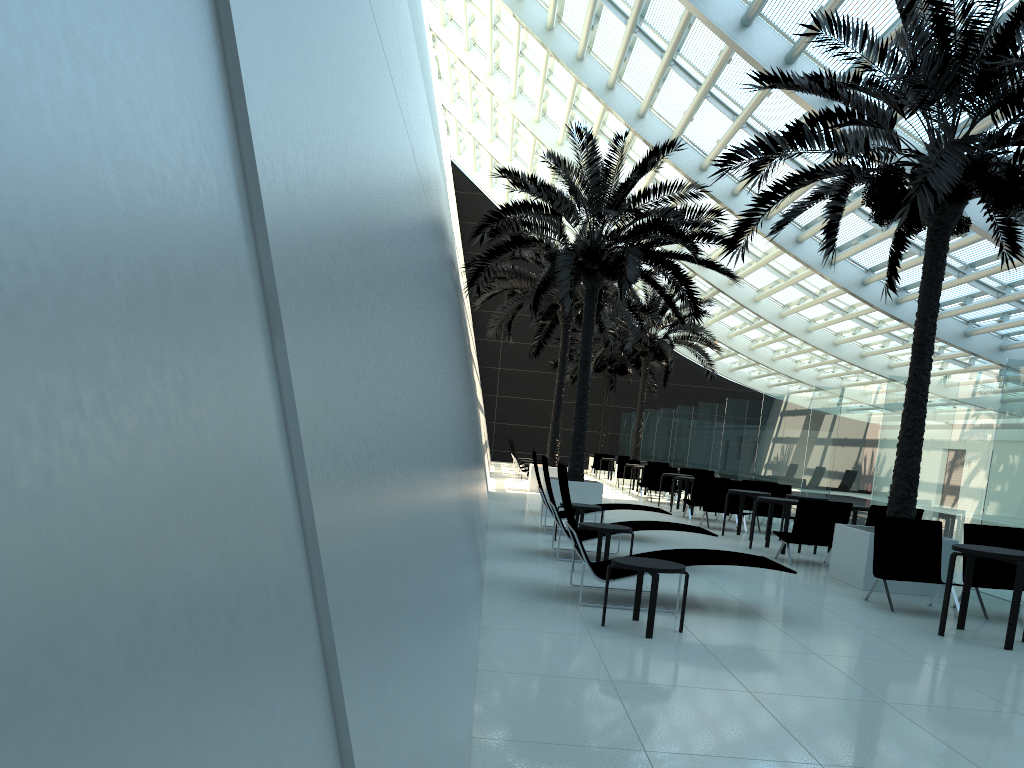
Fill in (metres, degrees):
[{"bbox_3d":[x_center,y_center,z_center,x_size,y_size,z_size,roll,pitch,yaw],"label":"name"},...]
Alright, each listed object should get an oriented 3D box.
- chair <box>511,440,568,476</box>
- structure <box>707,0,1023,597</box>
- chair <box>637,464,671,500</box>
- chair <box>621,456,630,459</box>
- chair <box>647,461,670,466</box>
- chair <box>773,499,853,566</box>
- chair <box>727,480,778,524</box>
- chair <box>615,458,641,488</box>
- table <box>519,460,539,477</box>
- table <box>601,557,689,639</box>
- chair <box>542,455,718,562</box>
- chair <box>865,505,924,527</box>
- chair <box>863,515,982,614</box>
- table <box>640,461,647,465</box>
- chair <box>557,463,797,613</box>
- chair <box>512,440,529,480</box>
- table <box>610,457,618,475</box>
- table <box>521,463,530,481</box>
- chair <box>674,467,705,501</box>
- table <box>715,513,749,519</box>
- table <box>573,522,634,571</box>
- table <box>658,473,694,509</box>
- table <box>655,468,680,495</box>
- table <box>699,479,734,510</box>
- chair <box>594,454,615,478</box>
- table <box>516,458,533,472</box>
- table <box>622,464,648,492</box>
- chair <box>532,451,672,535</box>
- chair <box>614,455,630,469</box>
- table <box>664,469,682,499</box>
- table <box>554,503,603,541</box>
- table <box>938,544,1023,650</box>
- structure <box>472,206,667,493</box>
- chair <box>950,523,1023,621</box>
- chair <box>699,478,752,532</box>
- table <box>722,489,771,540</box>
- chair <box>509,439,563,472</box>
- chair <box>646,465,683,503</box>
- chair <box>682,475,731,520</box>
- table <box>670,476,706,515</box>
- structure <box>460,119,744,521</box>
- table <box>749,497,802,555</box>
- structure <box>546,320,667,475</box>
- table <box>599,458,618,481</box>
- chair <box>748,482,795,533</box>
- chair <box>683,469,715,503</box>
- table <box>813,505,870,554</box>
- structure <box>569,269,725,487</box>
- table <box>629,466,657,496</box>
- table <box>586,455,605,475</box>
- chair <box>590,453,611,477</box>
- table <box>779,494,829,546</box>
[{"bbox_3d":[0.925,2.550,29.628,2.037,1.171,0.912,5,3,-2],"label":"chair"},{"bbox_3d":[4.714,-1.147,9.697,4.795,7.097,4.416,6,4,17],"label":"structure"},{"bbox_3d":[3.748,2.581,23.118,0.716,0.897,0.879,5,2,-1],"label":"chair"},{"bbox_3d":[4.457,3.176,32.711,0.716,0.897,0.879,5,2,-1],"label":"chair"},{"bbox_3d":[4.579,2.871,27.028,0.716,0.897,0.879,5,2,-1],"label":"chair"},{"bbox_3d":[3.992,1.969,11.698,0.716,0.897,0.879,5,2,-1],"label":"chair"},{"bbox_3d":[4.797,2.363,17.514,0.716,0.897,0.879,5,2,-1],"label":"chair"},{"bbox_3d":[3.650,2.787,26.998,0.716,0.897,0.879,5,2,-1],"label":"chair"},{"bbox_3d":[0.541,2.781,28.496,0.547,0.522,0.555,7,2,41],"label":"table"},{"bbox_3d":[1.010,1.609,6.616,0.547,0.522,0.555,7,2,41],"label":"table"},{"bbox_3d":[1.339,1.515,10.317,2.037,1.171,0.912,5,3,-2],"label":"chair"},{"bbox_3d":[4.921,2.053,11.729,0.716,0.897,0.879,5,2,-1],"label":"chair"},{"bbox_3d":[4.045,1.800,8.577,0.716,0.897,0.879,5,2,-1],"label":"chair"},{"bbox_3d":[4.510,3.166,31.418,0.672,0.789,0.680,7,4,37],"label":"table"},{"bbox_3d":[1.394,1.378,7.749,2.037,1.171,0.912,5,3,-2],"label":"chair"},{"bbox_3d":[0.981,2.412,27.060,2.037,1.171,0.912,5,3,-2],"label":"chair"},{"bbox_3d":[4.412,3.388,35.589,0.682,0.789,0.670,2,4,-44],"label":"table"},{"bbox_3d":[0.596,2.643,25.927,0.548,0.522,0.555,6,2,37],"label":"table"},{"bbox_3d":[4.676,2.665,23.148,0.716,0.897,0.879,5,2,-1],"label":"chair"},{"bbox_3d":[4.774,2.483,18.696,0.671,0.789,0.681,8,4,41],"label":"table"},{"bbox_3d":[0.955,1.746,9.185,0.547,0.522,0.555,7,2,41],"label":"table"},{"bbox_3d":[3.786,2.475,20.129,0.672,0.789,0.680,7,4,37],"label":"table"},{"bbox_3d":[4.632,2.862,25.760,0.672,0.789,0.680,7,4,37],"label":"table"},{"bbox_3d":[4.752,2.562,20.160,0.672,0.789,0.680,7,4,37],"label":"table"},{"bbox_3d":[3.528,3.092,32.681,0.716,0.897,0.879,5,2,-1],"label":"chair"},{"bbox_3d":[0.484,2.923,31.144,0.547,0.522,0.555,7,2,41],"label":"table"},{"bbox_3d":[3.666,2.775,25.728,0.672,0.789,0.680,7,4,37],"label":"table"},{"bbox_3d":[1.284,1.653,12.886,2.037,1.171,0.912,5,3,-2],"label":"chair"},{"bbox_3d":[4.435,3.268,34.407,0.716,0.897,0.879,5,2,-1],"label":"chair"},{"bbox_3d":[4.653,2.785,24.331,0.671,0.789,0.681,8,4,41],"label":"table"},{"bbox_3d":[0.900,1.884,11.753,0.547,0.522,0.555,7,2,41],"label":"table"},{"bbox_3d":[4.058,1.793,7.409,0.682,0.789,0.670,2,4,-44],"label":"table"},{"bbox_3d":[1.107,-0.761,21.298,4.242,6.969,4.627,8,5,32],"label":"structure"},{"bbox_3d":[4.974,1.884,8.607,0.716,0.897,0.879,5,2,-1],"label":"chair"},{"bbox_3d":[3.891,2.186,15.776,0.716,0.897,0.879,5,2,-1],"label":"chair"},{"bbox_3d":[3.907,2.173,14.494,0.672,0.789,0.680,7,4,37],"label":"table"},{"bbox_3d":[0.869,2.692,32.277,2.037,1.171,0.912,5,3,-2],"label":"chair"},{"bbox_3d":[3.770,2.489,21.423,0.716,0.897,0.879,5,2,-1],"label":"chair"},{"bbox_3d":[3.868,2.279,17.484,0.716,0.897,0.879,5,2,-1],"label":"chair"},{"bbox_3d":[3.808,2.396,18.665,0.671,0.789,0.681,8,4,41],"label":"table"},{"bbox_3d":[1.437,-1.033,15.316,4.660,6.908,4.211,3,5,-23],"label":"structure"},{"bbox_3d":[3.932,2.086,12.879,0.671,0.789,0.681,8,4,41],"label":"table"},{"bbox_3d":[4.151,0.315,36.946,4.474,7.095,4.735,3,4,-23],"label":"structure"},{"bbox_3d":[3.545,3.078,31.387,0.672,0.789,0.680,7,4,37],"label":"table"},{"bbox_3d":[4.819,2.270,15.806,0.716,0.897,0.879,5,2,-1],"label":"chair"},{"bbox_3d":[4.698,2.573,21.453,0.716,0.897,0.879,5,2,-1],"label":"chair"},{"bbox_3d":[4.898,2.173,12.911,0.671,0.789,0.681,8,4,41],"label":"table"},{"bbox_3d":[4.299,-0.123,28.813,4.832,7.097,4.381,4,4,-8],"label":"structure"},{"bbox_3d":[3.687,2.698,24.299,0.671,0.789,0.681,8,4,41],"label":"table"},{"bbox_3d":[3.446,3.301,35.557,0.682,0.789,0.670,2,4,-44],"label":"table"},{"bbox_3d":[3.506,3.184,34.376,0.716,0.897,0.879,5,2,-1],"label":"chair"},{"bbox_3d":[4.872,2.260,14.526,0.672,0.789,0.680,7,4,37],"label":"table"}]
